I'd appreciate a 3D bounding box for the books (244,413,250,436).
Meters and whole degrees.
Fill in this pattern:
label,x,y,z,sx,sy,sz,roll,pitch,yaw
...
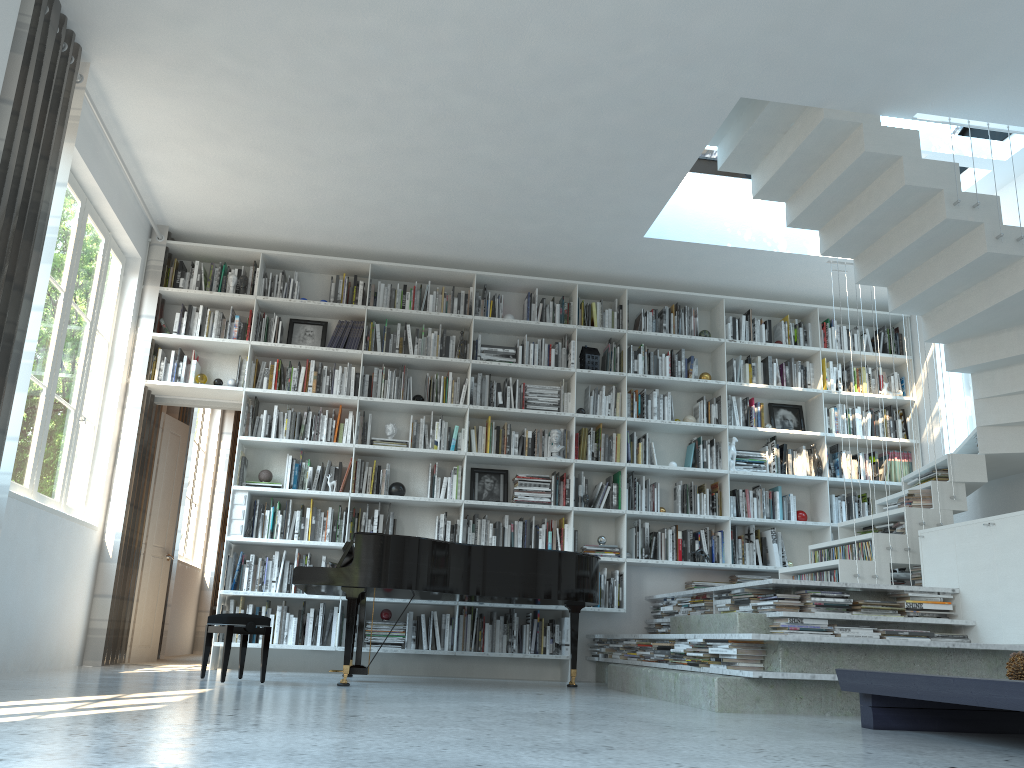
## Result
label,x,y,z,sx,sy,sz,roll,pitch,yaw
books,-2.001,0.339,6.733,0.026,0.208,0.155,5,-16,-8

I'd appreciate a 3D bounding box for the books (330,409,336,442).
label,x,y,z,sx,sy,sz,roll,pitch,yaw
books,-1.385,0.354,6.845,0.015,0.292,0.144,5,-16,-8

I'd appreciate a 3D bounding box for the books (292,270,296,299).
label,x,y,z,sx,sy,sz,roll,pitch,yaw
books,-1.740,-0.742,7.079,0.007,0.300,0.146,5,-16,-8

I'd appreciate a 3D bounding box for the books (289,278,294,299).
label,x,y,z,sx,sy,sz,roll,pitch,yaw
books,-1.752,-0.707,7.046,0.021,0.213,0.174,5,-16,-8

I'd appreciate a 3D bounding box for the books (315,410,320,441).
label,x,y,z,sx,sy,sz,roll,pitch,yaw
books,-1.492,0.351,6.813,0.012,0.271,0.146,5,-16,-8

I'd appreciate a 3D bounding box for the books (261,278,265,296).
label,x,y,z,sx,sy,sz,roll,pitch,yaw
books,-1.971,-0.716,7.026,0.017,0.203,0.143,5,-16,-8

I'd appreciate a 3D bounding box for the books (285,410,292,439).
label,x,y,z,sx,sy,sz,roll,pitch,yaw
books,-1.700,0.342,6.768,0.021,0.246,0.189,5,-16,-8

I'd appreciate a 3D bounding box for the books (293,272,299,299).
label,x,y,z,sx,sy,sz,roll,pitch,yaw
books,-1.731,-0.734,7.091,0.015,0.292,0.131,5,-16,-8

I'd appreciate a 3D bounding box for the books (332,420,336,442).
label,x,y,z,sx,sy,sz,roll,pitch,yaw
books,-1.371,0.393,6.821,0.013,0.203,0.162,5,-16,-8

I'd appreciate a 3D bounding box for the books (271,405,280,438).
label,x,y,z,sx,sy,sz,roll,pitch,yaw
books,-1.808,0.321,6.770,0.023,0.280,0.174,5,-16,-8

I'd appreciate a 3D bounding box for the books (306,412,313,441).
label,x,y,z,sx,sy,sz,roll,pitch,yaw
books,-1.556,0.355,6.809,0.021,0.256,0.156,5,-16,-8

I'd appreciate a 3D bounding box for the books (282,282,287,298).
label,x,y,z,sx,sy,sz,roll,pitch,yaw
books,-1.803,-0.693,7.045,0.026,0.182,0.162,5,-16,-8

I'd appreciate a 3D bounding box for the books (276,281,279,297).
label,x,y,z,sx,sy,sz,roll,pitch,yaw
books,-1.861,-0.699,7.049,0.014,0.192,0.146,5,-16,-8

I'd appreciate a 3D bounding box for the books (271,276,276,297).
label,x,y,z,sx,sy,sz,roll,pitch,yaw
books,-1.887,-0.721,7.036,0.013,0.224,0.177,5,-16,-8

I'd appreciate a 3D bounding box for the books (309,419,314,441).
label,x,y,z,sx,sy,sz,roll,pitch,yaw
books,-1.536,0.381,6.805,0.021,0.204,0.130,5,-16,-8

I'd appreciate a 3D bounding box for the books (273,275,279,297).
label,x,y,z,sx,sy,sz,roll,pitch,yaw
books,-1.873,-0.727,7.045,0.016,0.242,0.156,5,-16,-8

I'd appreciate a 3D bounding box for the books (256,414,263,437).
label,x,y,z,sx,sy,sz,roll,pitch,yaw
books,-1.912,0.348,6.750,0.042,0.208,0.144,5,-16,-8

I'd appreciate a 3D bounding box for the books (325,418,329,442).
label,x,y,z,sx,sy,sz,roll,pitch,yaw
books,-1.419,0.385,6.822,0.012,0.216,0.160,5,-16,-8

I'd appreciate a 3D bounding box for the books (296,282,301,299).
label,x,y,z,sx,sy,sz,roll,pitch,yaw
books,-1.705,-0.694,7.077,0.013,0.209,0.137,5,-16,-8

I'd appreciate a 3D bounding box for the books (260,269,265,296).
label,x,y,z,sx,sy,sz,roll,pitch,yaw
books,-1.982,-0.754,7.043,0.007,0.284,0.160,5,-16,-8

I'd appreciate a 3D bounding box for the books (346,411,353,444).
label,x,y,z,sx,sy,sz,roll,pitch,yaw
books,-1.256,0.366,6.857,0.027,0.285,0.148,5,-16,-8

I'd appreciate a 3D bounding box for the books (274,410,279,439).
label,x,y,z,sx,sy,sz,roll,pitch,yaw
books,-1.790,0.337,6.760,0.011,0.245,0.177,5,-16,-8

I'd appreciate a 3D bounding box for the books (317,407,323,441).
label,x,y,z,sx,sy,sz,roll,pitch,yaw
books,-1.483,0.340,6.834,0.011,0.303,0.130,5,-16,-8

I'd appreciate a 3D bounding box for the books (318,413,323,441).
label,x,y,z,sx,sy,sz,roll,pitch,yaw
books,-1.472,0.365,6.824,0.011,0.251,0.139,5,-16,-8

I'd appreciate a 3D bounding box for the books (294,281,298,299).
label,x,y,z,sx,sy,sz,roll,pitch,yaw
books,-1.716,-0.694,7.064,0.014,0.201,0.171,5,-16,-8

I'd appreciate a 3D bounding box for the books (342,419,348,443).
label,x,y,z,sx,sy,sz,roll,pitch,yaw
books,-1.285,0.392,6.840,0.031,0.222,0.145,5,-16,-8

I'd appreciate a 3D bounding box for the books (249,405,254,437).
label,x,y,z,sx,sy,sz,roll,pitch,yaw
books,-1.975,0.310,6.728,0.027,0.265,0.176,5,-16,-8

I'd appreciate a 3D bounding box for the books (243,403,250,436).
label,x,y,z,sx,sy,sz,roll,pitch,yaw
books,-2.020,0.304,6.749,0.012,0.284,0.160,5,-16,-8

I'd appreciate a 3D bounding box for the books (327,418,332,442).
label,x,y,z,sx,sy,sz,roll,pitch,yaw
books,-1.403,0.385,6.829,0.021,0.220,0.149,5,-16,-8

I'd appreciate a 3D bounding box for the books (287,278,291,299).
label,x,y,z,sx,sy,sz,roll,pitch,yaw
books,-1.770,-0.709,7.051,0.013,0.219,0.181,5,-16,-8

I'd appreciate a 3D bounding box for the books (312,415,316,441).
label,x,y,z,sx,sy,sz,roll,pitch,yaw
books,-1.517,0.367,6.797,0.013,0.228,0.177,5,-16,-8

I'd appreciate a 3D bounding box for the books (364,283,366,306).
label,x,y,z,sx,sy,sz,roll,pitch,yaw
books,-1.187,-0.672,7.156,0.039,0.251,0.147,5,-16,-8

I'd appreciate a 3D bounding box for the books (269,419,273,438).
label,x,y,z,sx,sy,sz,roll,pitch,yaw
books,-1.835,0.370,6.776,0.021,0.187,0.129,5,-16,-8

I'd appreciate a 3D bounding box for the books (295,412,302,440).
label,x,y,z,sx,sy,sz,roll,pitch,yaw
books,-1.635,0.352,6.786,0.023,0.241,0.185,5,-16,-8

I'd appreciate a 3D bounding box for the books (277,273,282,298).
label,x,y,z,sx,sy,sz,roll,pitch,yaw
books,-1.843,-0.734,7.048,0.016,0.260,0.154,5,-16,-8

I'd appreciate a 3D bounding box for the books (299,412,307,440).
label,x,y,z,sx,sy,sz,roll,pitch,yaw
books,-1.603,0.353,6.809,0.048,0.255,0.142,5,-16,-8

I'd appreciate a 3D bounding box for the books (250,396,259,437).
label,x,y,z,sx,sy,sz,roll,pitch,yaw
books,-1.954,0.278,6.737,0.012,0.332,0.185,5,-16,-8

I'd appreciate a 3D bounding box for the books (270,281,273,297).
label,x,y,z,sx,sy,sz,roll,pitch,yaw
books,-1.905,-0.703,7.046,0.017,0.193,0.129,5,-16,-8

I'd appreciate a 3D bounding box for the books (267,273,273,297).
label,x,y,z,sx,sy,sz,roll,pitch,yaw
books,-1.916,-0.734,7.038,0.012,0.248,0.180,5,-16,-8

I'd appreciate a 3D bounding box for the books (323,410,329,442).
label,x,y,z,sx,sy,sz,roll,pitch,yaw
books,-1.428,0.352,6.814,0.015,0.274,0.157,5,-16,-8

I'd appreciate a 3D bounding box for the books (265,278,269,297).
label,x,y,z,sx,sy,sz,roll,pitch,yaw
books,-1.941,-0.715,7.036,0.032,0.209,0.159,5,-16,-8

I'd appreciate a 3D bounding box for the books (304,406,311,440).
label,x,y,z,sx,sy,sz,roll,pitch,yaw
books,-1.570,0.330,6.802,0.013,0.299,0.152,5,-16,-8

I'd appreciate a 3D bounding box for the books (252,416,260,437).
label,x,y,z,sx,sy,sz,roll,pitch,yaw
books,-1.934,0.354,6.726,0.037,0.181,0.189,5,-16,-8

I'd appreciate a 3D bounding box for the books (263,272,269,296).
label,x,y,z,sx,sy,sz,roll,pitch,yaw
books,-1.959,-0.740,7.041,0.007,0.258,0.157,5,-16,-8

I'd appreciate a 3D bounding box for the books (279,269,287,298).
label,x,y,z,sx,sy,sz,roll,pitch,yaw
books,-1.818,-0.746,7.038,0.015,0.278,0.191,5,-16,-8

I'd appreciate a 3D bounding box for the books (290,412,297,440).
label,x,y,z,sx,sy,sz,roll,pitch,yaw
books,-1.667,0.350,6.772,0.024,0.236,0.167,5,-16,-8

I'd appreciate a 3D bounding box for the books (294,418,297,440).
label,x,y,z,sx,sy,sz,roll,pitch,yaw
books,-1.655,0.374,6.796,0.010,0.203,0.139,5,-16,-8

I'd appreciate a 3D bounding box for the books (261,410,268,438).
label,x,y,z,sx,sy,sz,roll,pitch,yaw
books,-1.878,0.334,6.743,0.022,0.235,0.177,5,-16,-8

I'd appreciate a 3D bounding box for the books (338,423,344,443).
label,x,y,z,sx,sy,sz,roll,pitch,yaw
books,-1.315,0.409,6.830,0.030,0.183,0.152,5,-16,-8

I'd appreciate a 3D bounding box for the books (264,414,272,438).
label,x,y,z,sx,sy,sz,roll,pitch,yaw
books,-1.852,0.348,6.732,0.028,0.203,0.188,5,-16,-8

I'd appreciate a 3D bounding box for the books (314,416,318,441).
label,x,y,z,sx,sy,sz,roll,pitch,yaw
books,-1.506,0.372,6.810,0.013,0.227,0.152,5,-16,-8

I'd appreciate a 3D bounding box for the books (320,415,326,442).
label,x,y,z,sx,sy,sz,roll,pitch,yaw
books,-1.455,0.374,6.834,0.028,0.241,0.132,5,-16,-8

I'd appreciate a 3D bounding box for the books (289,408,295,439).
label,x,y,z,sx,sy,sz,roll,pitch,yaw
books,-1.686,0.337,6.790,0.011,0.270,0.158,5,-16,-8

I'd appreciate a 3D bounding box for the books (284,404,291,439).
label,x,y,z,sx,sy,sz,roll,pitch,yaw
books,-1.716,0.321,6.779,0.011,0.292,0.184,5,-16,-8

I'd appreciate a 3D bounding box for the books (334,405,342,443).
label,x,y,z,sx,sy,sz,roll,pitch,yaw
books,-1.344,0.337,6.841,0.035,0.324,0.170,5,-16,-8

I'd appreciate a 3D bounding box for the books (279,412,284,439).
label,x,y,z,sx,sy,sz,roll,pitch,yaw
books,-1.764,0.347,6.786,0.049,0.242,0.139,5,-16,-8

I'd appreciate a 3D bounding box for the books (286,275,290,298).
label,x,y,z,sx,sy,sz,roll,pitch,yaw
books,-1.783,-0.723,7.063,0.013,0.252,0.129,5,-16,-8

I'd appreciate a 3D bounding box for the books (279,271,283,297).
label,x,y,z,sx,sy,sz,roll,pitch,yaw
books,-1.832,-0.739,7.050,0.007,0.271,0.155,5,-16,-8

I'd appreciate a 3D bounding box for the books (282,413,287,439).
label,x,y,z,sx,sy,sz,roll,pitch,yaw
books,-1.730,0.351,6.771,0.014,0.229,0.148,5,-16,-8
